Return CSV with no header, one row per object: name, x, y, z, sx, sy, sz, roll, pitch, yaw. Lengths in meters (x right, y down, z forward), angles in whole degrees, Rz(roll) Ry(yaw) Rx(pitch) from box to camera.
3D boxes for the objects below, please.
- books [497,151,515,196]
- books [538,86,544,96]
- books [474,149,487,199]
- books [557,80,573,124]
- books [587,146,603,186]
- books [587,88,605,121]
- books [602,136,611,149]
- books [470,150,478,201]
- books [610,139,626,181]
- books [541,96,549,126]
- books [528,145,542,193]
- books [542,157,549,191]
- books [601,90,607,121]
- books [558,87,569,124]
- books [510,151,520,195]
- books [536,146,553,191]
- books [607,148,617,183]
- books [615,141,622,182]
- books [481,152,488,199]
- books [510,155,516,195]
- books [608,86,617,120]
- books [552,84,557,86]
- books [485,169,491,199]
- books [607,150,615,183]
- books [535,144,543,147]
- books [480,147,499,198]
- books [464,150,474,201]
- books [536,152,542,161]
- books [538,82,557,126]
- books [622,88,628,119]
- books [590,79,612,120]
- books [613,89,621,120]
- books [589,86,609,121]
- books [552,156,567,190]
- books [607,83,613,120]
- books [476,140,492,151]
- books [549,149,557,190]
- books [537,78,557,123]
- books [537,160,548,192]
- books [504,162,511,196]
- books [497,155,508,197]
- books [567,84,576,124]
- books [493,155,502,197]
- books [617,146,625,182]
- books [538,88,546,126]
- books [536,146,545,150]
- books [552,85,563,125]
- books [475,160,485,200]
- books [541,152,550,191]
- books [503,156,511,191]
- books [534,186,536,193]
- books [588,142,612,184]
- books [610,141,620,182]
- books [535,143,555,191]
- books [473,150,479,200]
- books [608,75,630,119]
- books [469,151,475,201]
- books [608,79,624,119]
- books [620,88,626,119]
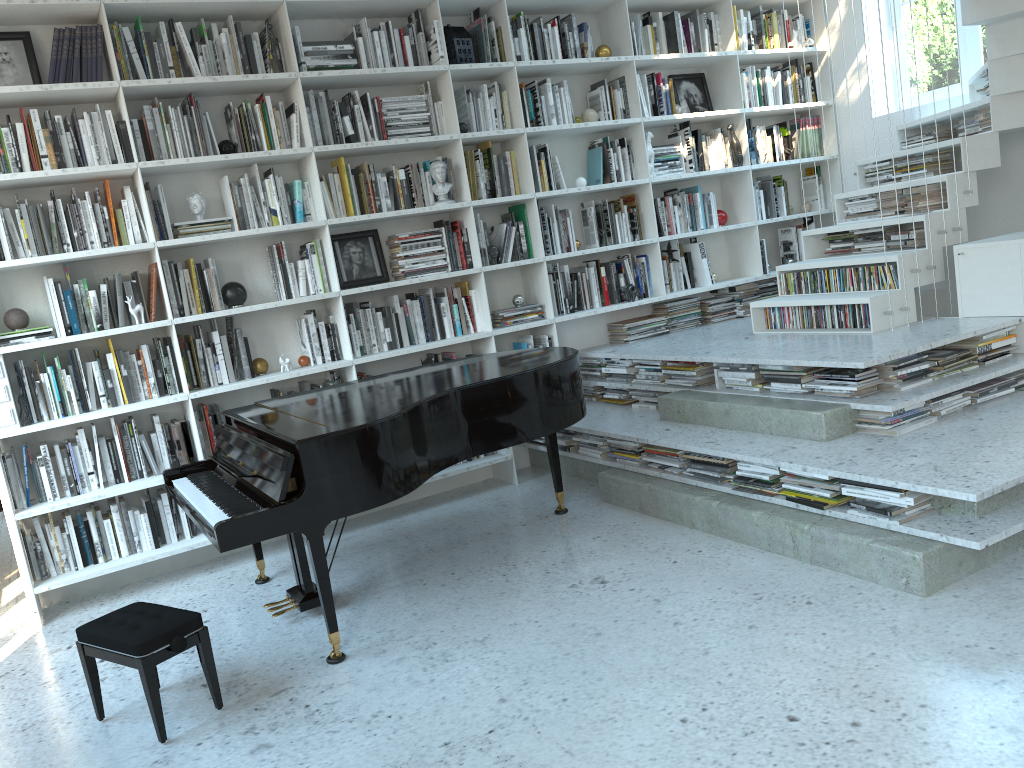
books,-0.040,-1.231,5.257,0.032,0.267,0.142,-14,10,-27
books,0.165,-1.651,5.347,0.011,0.257,0.131,-14,10,-27
books,-0.206,-1.204,5.162,0.019,0.294,0.163,-14,10,-27
books,0.298,-1.687,5.395,0.024,0.273,0.169,-14,10,-27
books,0.521,-1.353,5.561,0.056,0.241,0.153,-14,10,-27
books,0.526,-1.720,5.545,0.015,0.221,0.140,-14,10,-27
books,0.585,-1.398,5.596,0.013,0.296,0.153,-14,10,-27
books,-0.248,-1.193,5.137,0.035,0.294,0.145,-14,10,-27
books,0.651,-1.402,5.625,0.032,0.275,0.154,-14,10,-27
books,0.157,-1.616,5.338,0.025,0.194,0.171,-14,10,-27
books,0.106,-1.269,5.308,0.013,0.279,0.191,-14,10,-27
books,0.170,-1.253,5.362,0.007,0.212,0.158,-14,10,-27
books,0.539,-1.714,5.548,0.005,0.205,0.153,-14,10,-27
books,0.276,-1.664,5.398,0.021,0.233,0.183,-14,10,-27
books,-0.013,-1.241,5.285,0.033,0.269,0.141,-14,10,-27
books,0.184,-1.286,5.371,0.006,0.270,0.178,-14,10,-27
books,0.587,-1.357,5.582,0.013,0.219,0.187,-14,10,-27
books,0.627,-1.387,5.605,0.015,0.260,0.152,-14,10,-27
books,-0.199,-1.202,5.193,0.035,0.279,0.139,-14,10,-27
books,-0.030,-1.227,5.280,0.019,0.248,0.148,-14,10,-27
books,0.593,-1.739,5.575,0.016,0.228,0.160,-14,10,-27
books,0.247,-1.674,5.397,0.024,0.262,0.133,-14,10,-27
books,-0.171,-1.160,5.214,0.030,0.181,0.131,-14,10,-27
books,0.580,-1.350,5.578,0.006,0.210,0.188,-14,10,-27
books,0.182,-1.309,5.423,0.011,0.301,0.088,-14,10,-27
books,-0.144,-1.217,5.180,0.019,0.293,0.182,-14,10,-27
books,-0.272,-1.188,5.130,0.035,0.294,0.145,-14,10,-27
books,0.145,-1.264,5.357,0.008,0.243,0.169,-14,10,-27
books,0.194,-1.657,5.334,0.030,0.263,0.182,-14,10,-27
books,0.671,-1.744,5.601,0.012,0.206,0.169,-14,10,-27
books,0.559,-1.749,5.541,0.015,0.268,0.164,-14,10,-27
books,0.622,-1.731,5.583,0.013,0.202,0.173,-14,10,-27
books,0.544,-1.729,5.548,0.012,0.232,0.154,-14,10,-27
books,0.253,-1.269,5.394,0.051,0.210,0.176,-14,10,-27
books,0.569,-1.741,5.559,0.016,0.244,0.151,-14,10,-27
books,-0.145,-1.242,5.198,0.021,0.338,0.169,-14,10,-27
books,0.211,-1.287,5.401,0.007,0.254,0.160,-14,10,-27
books,0.204,-1.680,5.367,0.027,0.296,0.159,-14,10,-27
books,0.151,-1.235,5.332,0.017,0.192,0.191,-14,10,-27
books,-0.071,-1.190,5.227,0.034,0.205,0.181,-14,10,-27
books,-0.092,-1.203,5.206,0.027,0.242,0.188,-14,10,-27
books,0.322,-1.687,5.434,0.034,0.254,0.160,-14,10,-27
books,-0.124,-1.204,5.216,0.033,0.253,0.174,-14,10,-27
books,0.645,-1.373,5.607,0.012,0.225,0.178,-14,10,-27
books,0.138,-1.632,5.316,0.022,0.238,0.164,-14,10,-27
books,0.186,-1.290,5.378,0.006,0.274,0.167,-14,10,-27
books,0.237,-1.660,5.370,0.025,0.245,0.183,-14,10,-27
books,-0.217,-1.171,5.162,0.015,0.232,0.180,-14,10,-27
books,0.172,-1.271,5.376,0.017,0.243,0.132,-14,10,-27
books,-0.061,-1.213,5.253,0.028,0.240,0.145,-14,10,-27
books,0.059,-1.265,5.301,0.035,0.288,0.191,-14,10,-27
books,0.554,-1.373,5.570,0.021,0.265,0.174,-14,10,-27
books,0.613,-1.386,5.596,0.018,0.263,0.165,-14,10,-27
books,0.193,-1.298,5.382,0.013,0.288,0.158,-14,10,-27
books,-0.244,-1.197,5.156,0.035,0.294,0.145,-14,10,-27
books,0.676,-1.781,5.593,0.005,0.278,0.182,-14,10,-27
books,-0.266,-1.191,5.145,0.035,0.294,0.145,-14,10,-27
books,0.635,-1.761,5.577,0.016,0.257,0.175,-14,10,-27
books,0.651,-1.738,5.586,0.013,0.205,0.173,-14,10,-27
